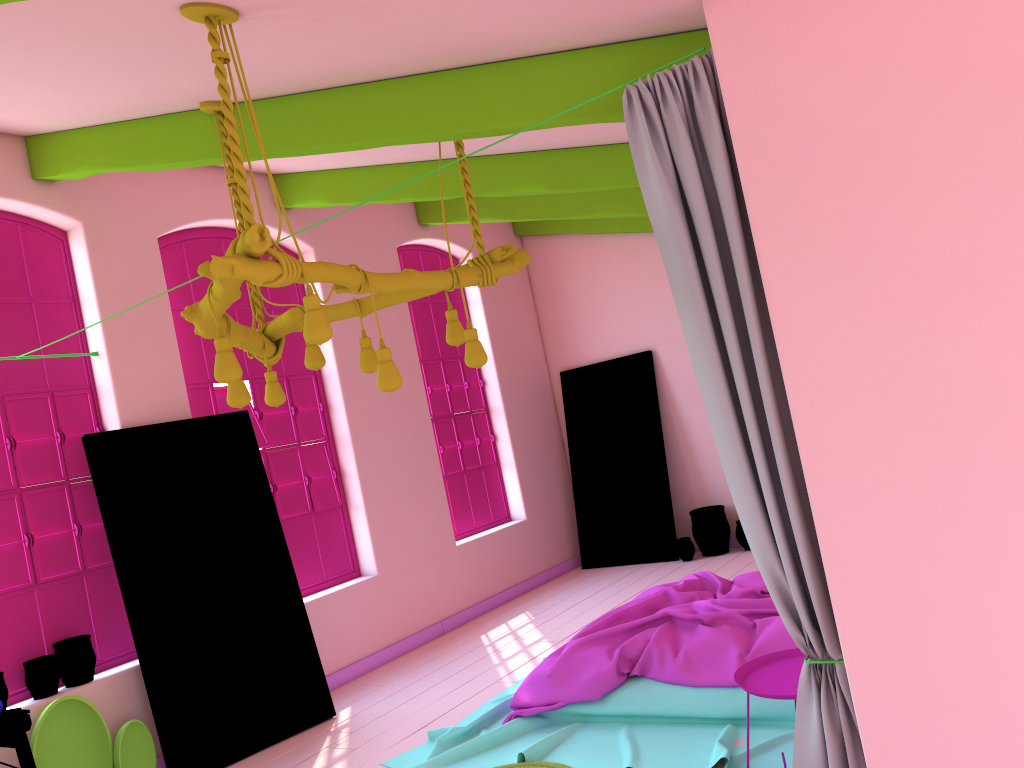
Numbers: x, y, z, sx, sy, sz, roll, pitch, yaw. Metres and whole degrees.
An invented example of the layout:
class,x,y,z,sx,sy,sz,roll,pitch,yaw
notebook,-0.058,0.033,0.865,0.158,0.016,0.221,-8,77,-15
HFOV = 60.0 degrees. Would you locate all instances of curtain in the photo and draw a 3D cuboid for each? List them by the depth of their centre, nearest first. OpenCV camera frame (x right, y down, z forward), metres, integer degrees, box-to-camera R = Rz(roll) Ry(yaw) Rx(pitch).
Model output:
class,x,y,z,sx,sy,sz,roll,pitch,yaw
curtain,0.913,0.283,3.065,0.519,2.784,0.525,-12,-2,15

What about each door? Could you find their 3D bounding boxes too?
class,x,y,z,sx,sy,sz,roll,pitch,yaw
door,-1.963,1.301,5.837,0.450,2.210,1.152,-13,-3,44
door,1.138,0.840,9.651,1.154,2.210,0.449,-13,-2,34

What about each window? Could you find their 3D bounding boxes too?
class,x,y,z,sx,sy,sz,roll,pitch,yaw
window,-3.059,0.363,5.410,0.072,3.046,1.274,-13,-2,34
window,-2.014,0.231,6.999,0.214,3.008,1.512,-13,-2,34
window,-0.648,0.035,9.035,0.072,3.046,1.274,-13,-2,34

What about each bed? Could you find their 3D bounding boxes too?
class,x,y,z,sx,sy,sz,roll,pitch,yaw
bed,1.285,1.491,5.621,2.806,0.513,3.573,-13,-3,34

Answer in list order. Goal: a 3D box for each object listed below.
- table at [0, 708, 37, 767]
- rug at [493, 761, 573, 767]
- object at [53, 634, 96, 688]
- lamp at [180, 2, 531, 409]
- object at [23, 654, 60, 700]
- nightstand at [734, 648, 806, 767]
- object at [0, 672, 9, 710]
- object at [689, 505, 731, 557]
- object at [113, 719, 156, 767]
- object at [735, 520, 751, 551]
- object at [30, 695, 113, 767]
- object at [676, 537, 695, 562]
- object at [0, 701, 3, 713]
class,x,y,z,sx,sy,sz,roll,pitch,yaw
table,-3.157,2.149,3.662,0.656,0.820,2.191,-13,-3,34
rug,-0.049,1.940,4.132,0.793,0.021,0.792,-12,-3,16
object,-2.643,1.680,5.374,0.223,0.272,0.223,-12,-2,21
lamp,-1.010,-0.999,3.725,1.611,2.263,1.775,-12,-2,16
object,-2.751,1.719,5.197,0.182,0.222,0.182,-12,-2,16
nightstand,1.286,1.427,3.755,0.595,0.458,0.596,-11,-2,-19
object,-2.916,1.742,4.950,0.182,0.222,0.182,-12,-2,11
object,2.044,1.508,9.100,0.385,0.470,0.386,-11,-2,-14
object,-2.256,2.219,5.233,0.137,0.462,0.284,-12,-2,19
object,2.389,1.521,8.961,0.260,0.306,0.261,-11,-2,-24
object,-2.524,2.127,5.007,0.218,0.733,0.450,-13,-2,34
object,1.769,1.688,9.037,0.199,0.234,0.199,-12,-2,1
object,-2.584,1.537,4.348,0.132,0.219,0.132,-10,-3,-39
